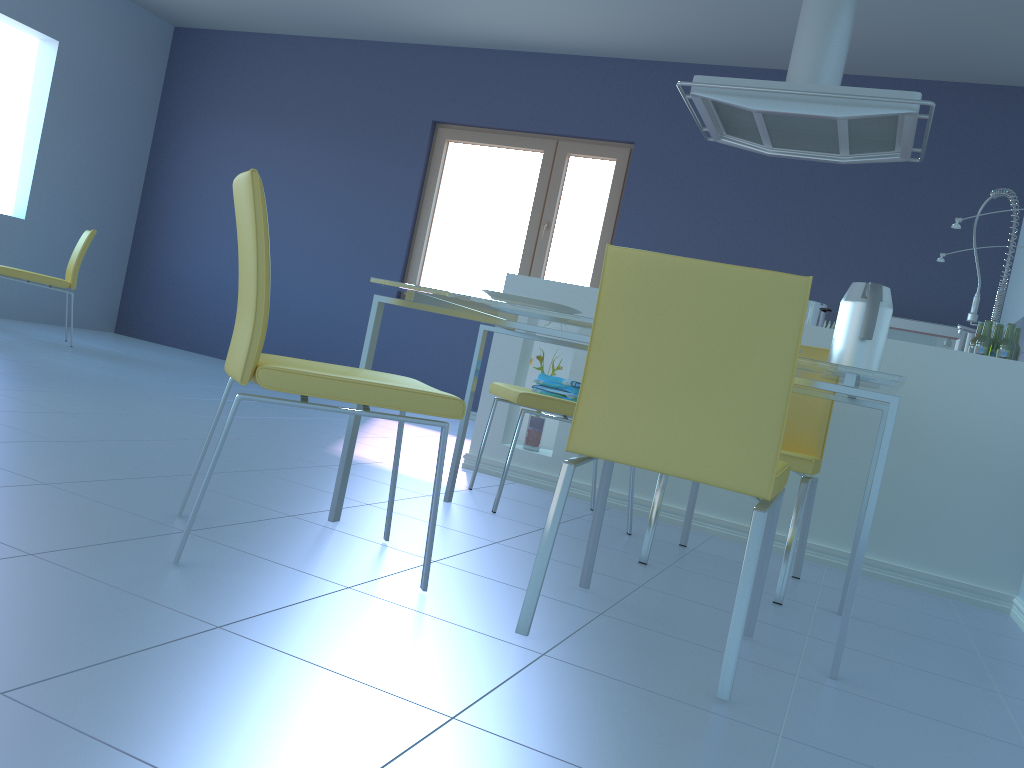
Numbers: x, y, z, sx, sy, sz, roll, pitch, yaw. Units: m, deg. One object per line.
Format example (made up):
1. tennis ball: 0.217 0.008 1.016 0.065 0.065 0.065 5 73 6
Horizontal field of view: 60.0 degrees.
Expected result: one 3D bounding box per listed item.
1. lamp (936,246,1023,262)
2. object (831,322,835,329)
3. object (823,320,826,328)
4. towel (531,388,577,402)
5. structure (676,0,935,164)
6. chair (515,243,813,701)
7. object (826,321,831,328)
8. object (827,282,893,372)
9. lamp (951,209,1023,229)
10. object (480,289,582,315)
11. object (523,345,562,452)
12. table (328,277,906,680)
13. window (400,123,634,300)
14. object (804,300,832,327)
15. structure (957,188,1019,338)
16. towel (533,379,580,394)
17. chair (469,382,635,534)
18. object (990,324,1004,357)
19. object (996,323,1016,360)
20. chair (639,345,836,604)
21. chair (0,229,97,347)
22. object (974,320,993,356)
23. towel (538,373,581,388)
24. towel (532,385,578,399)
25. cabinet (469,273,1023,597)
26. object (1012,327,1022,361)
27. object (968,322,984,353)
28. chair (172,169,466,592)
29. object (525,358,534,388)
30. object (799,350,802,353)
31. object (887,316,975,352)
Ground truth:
1. lamp: 2.267 -0.627 4.253 0.400 0.134 0.037 13 2 22
2. object: 1.798 -0.291 5.021 0.039 0.136 0.140 12 2 17
3. object: 1.753 -0.301 5.036 0.039 0.136 0.140 12 2 17
4. towel: 0.189 0.046 2.910 0.201 0.024 0.195 13 2 41
5. structure: 1.226 -1.425 3.439 0.895 0.962 0.695 13 2 22
6. chair: 0.321 0.142 1.684 0.387 0.695 0.484 13 2 19
7. object: 1.776 -0.296 5.029 0.039 0.136 0.140 12 2 17
8. object: 0.824 -0.121 2.079 0.132 0.222 0.146 11 2 -26
9. lamp: 1.985 -0.665 3.540 0.400 0.134 0.037 13 2 22
10. object: 0.044 -0.182 2.066 0.228 0.020 0.228 13 2 19
11. object: 0.115 0.055 3.502 0.067 0.423 0.229 11 2 -37
12. table: 0.272 0.175 2.207 1.173 0.590 0.730 13 2 22
13. window: 0.006 -1.069 5.990 1.475 1.263 0.142 13 2 22
14. object: 1.091 -0.254 3.321 0.170 0.106 0.157 12 2 5
15. structure: 2.090 -0.428 3.912 0.178 0.920 0.308 13 2 20
16. towel: 0.196 0.018 2.907 0.192 0.027 0.195 14 2 43
17. chair: 0.197 0.078 2.920 0.484 0.695 0.387 11 2 -15
18. object: 1.676 -0.116 3.084 0.052 0.187 0.052 13 2 40
19. object: 1.680 -0.113 3.017 0.052 0.187 0.052 13 2 40
20. chair: 0.683 0.193 2.532 0.387 0.695 0.484 13 2 24
21. chair: -2.769 -0.616 5.201 0.484 0.699 0.387 11 2 -32
22. object: 1.624 -0.126 3.057 0.052 0.187 0.052 13 2 40
23. towel: 0.203 0.003 2.906 0.195 0.033 0.190 10 2 -42
24. towel: 0.191 0.033 2.905 0.195 0.024 0.201 10 2 -43
25. cabinet: 1.117 0.185 4.232 2.139 0.800 2.200 13 2 22
26. object: 1.736 -0.105 3.084 0.052 0.190 0.052 12 2 -13
27. object: 1.647 -0.125 3.142 0.052 0.190 0.052 12 2 -13
28. chair: -0.375 -0.008 1.772 0.484 0.695 0.387 11 2 -20
29. object: 0.031 0.058 3.796 0.050 0.365 0.085 13 2 20
30. object: 0.496 -0.081 1.882 0.228 0.020 0.228 13 2 19
31. object: 2.232 -0.133 4.763 0.611 0.350 0.367 13 2 22
